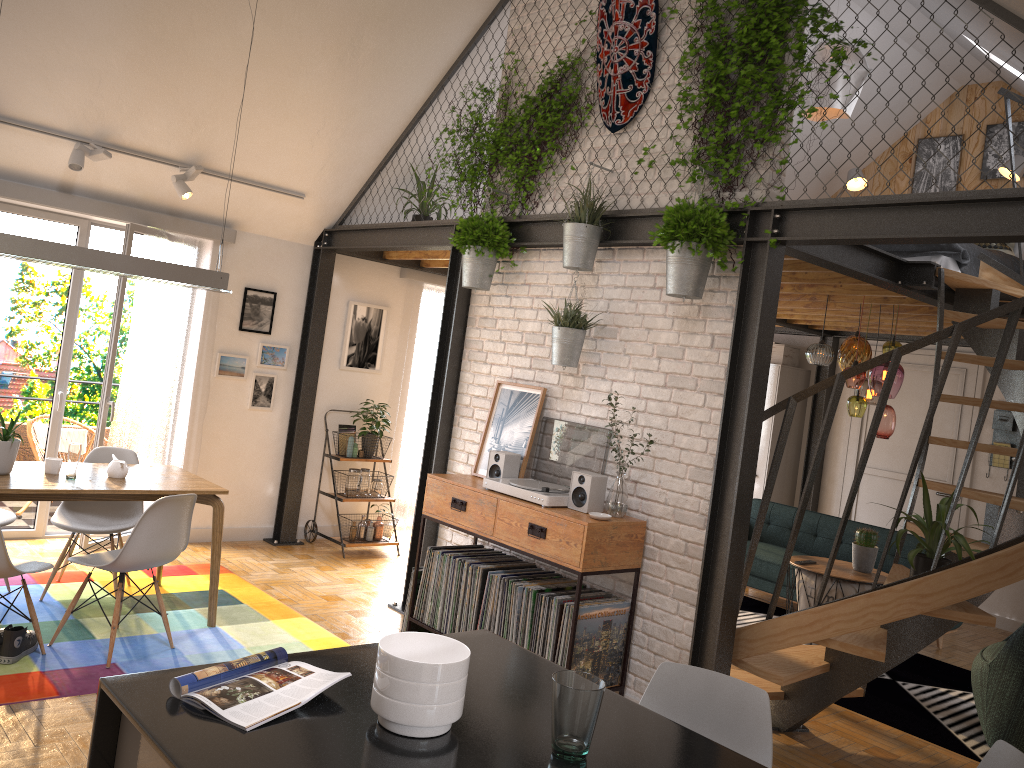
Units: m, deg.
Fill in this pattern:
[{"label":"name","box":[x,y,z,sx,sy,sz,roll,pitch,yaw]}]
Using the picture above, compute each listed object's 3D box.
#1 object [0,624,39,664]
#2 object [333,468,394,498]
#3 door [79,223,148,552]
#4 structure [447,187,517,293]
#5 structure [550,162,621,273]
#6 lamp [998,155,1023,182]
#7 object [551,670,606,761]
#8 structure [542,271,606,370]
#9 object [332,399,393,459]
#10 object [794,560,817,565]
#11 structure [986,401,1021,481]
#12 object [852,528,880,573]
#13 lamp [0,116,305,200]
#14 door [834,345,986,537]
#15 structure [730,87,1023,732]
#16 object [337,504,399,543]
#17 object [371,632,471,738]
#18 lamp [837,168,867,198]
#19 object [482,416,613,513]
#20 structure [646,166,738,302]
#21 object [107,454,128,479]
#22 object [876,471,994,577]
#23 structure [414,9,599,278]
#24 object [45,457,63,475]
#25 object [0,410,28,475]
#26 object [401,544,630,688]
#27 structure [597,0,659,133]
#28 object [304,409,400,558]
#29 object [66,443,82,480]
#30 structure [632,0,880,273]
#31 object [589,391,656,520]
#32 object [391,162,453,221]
[{"label":"object","box":[-2.318,1.156,4.066,0.259,0.156,0.301,8,1,-7]},{"label":"object","box":[-1.208,0.800,7.177,0.438,0.216,0.239,7,0,-42]},{"label":"door","box":[-2.641,0.020,6.343,0.111,2.232,0.801,8,-1,10]},{"label":"structure","box":[-0.187,-0.877,5.374,0.422,0.653,0.438,8,-1,-12]},{"label":"structure","box":[0.373,-0.896,4.778,0.384,0.607,0.348,8,-1,11]},{"label":"lamp","box":[4.428,-1.452,7.316,0.851,0.814,0.194,8,-1,5]},{"label":"object","box":[0.118,0.633,1.686,0.104,0.141,0.103,7,-1,38]},{"label":"structure","box":[0.314,-0.340,4.765,0.383,0.535,0.360,8,-1,-32]},{"label":"object","box":[-1.211,0.364,7.268,0.491,0.476,0.397,8,0,-30]},{"label":"object","box":[1.936,1.176,5.844,0.207,0.013,0.051,7,1,-42]},{"label":"structure","box":[4.247,0.694,7.477,0.099,1.077,0.443,9,-1,-42]},{"label":"object","box":[2.328,1.089,5.841,0.190,0.295,0.172,8,-1,22]},{"label":"lamp","box":[-2.837,-1.448,5.445,3.479,0.262,0.208,7,0,-41]},{"label":"door","box":[3.597,0.813,8.187,0.088,2.302,1.203,9,-1,-42]},{"label":"structure","box":[2.310,-0.025,4.460,2.243,3.821,1.630,8,-1,-27]},{"label":"object","box":[-1.144,1.101,7.053,0.438,0.291,0.277,7,0,-42]},{"label":"object","box":[-0.180,0.588,1.734,0.180,0.147,0.181,8,0,-44]},{"label":"lamp","box":[3.225,-1.644,8.678,0.194,0.814,0.850,8,0,2]},{"label":"object","box":[0.181,0.398,4.697,0.413,0.415,0.789,8,0,-42]},{"label":"structure","box":[0.848,-0.712,4.198,0.422,0.653,0.438,8,-1,-12]},{"label":"object","box":[-2.121,0.448,4.774,0.106,0.106,0.178,8,0,-15]},{"label":"object","box":[1.853,0.633,3.907,0.529,0.592,0.456,8,0,36]},{"label":"structure","box":[0.005,-1.465,5.496,0.430,1.680,2.133,9,0,-41]},{"label":"object","box":[-2.391,0.429,4.619,0.078,0.077,0.077,8,0,-24]},{"label":"object","box":[-2.553,0.283,4.437,0.213,0.330,0.234,8,-1,-36]},{"label":"object","box":[-0.027,1.261,4.735,0.403,0.575,1.317,8,0,-42]},{"label":"structure","box":[0.575,-1.848,4.809,0.191,0.965,0.442,9,-1,-42]},{"label":"object","box":[-1.225,0.791,7.202,0.577,1.079,0.633,8,-1,-42]},{"label":"object","box":[-2.246,0.396,4.536,0.062,0.184,0.062,8,-1,12]},{"label":"structure","box":[1.149,-1.446,4.247,1.308,1.872,0.456,7,-1,45]},{"label":"object","box":[0.502,0.344,4.385,0.290,0.621,0.296,8,-1,-27]},{"label":"object","box":[-0.667,-1.403,6.785,0.529,0.592,0.456,8,0,31]}]
